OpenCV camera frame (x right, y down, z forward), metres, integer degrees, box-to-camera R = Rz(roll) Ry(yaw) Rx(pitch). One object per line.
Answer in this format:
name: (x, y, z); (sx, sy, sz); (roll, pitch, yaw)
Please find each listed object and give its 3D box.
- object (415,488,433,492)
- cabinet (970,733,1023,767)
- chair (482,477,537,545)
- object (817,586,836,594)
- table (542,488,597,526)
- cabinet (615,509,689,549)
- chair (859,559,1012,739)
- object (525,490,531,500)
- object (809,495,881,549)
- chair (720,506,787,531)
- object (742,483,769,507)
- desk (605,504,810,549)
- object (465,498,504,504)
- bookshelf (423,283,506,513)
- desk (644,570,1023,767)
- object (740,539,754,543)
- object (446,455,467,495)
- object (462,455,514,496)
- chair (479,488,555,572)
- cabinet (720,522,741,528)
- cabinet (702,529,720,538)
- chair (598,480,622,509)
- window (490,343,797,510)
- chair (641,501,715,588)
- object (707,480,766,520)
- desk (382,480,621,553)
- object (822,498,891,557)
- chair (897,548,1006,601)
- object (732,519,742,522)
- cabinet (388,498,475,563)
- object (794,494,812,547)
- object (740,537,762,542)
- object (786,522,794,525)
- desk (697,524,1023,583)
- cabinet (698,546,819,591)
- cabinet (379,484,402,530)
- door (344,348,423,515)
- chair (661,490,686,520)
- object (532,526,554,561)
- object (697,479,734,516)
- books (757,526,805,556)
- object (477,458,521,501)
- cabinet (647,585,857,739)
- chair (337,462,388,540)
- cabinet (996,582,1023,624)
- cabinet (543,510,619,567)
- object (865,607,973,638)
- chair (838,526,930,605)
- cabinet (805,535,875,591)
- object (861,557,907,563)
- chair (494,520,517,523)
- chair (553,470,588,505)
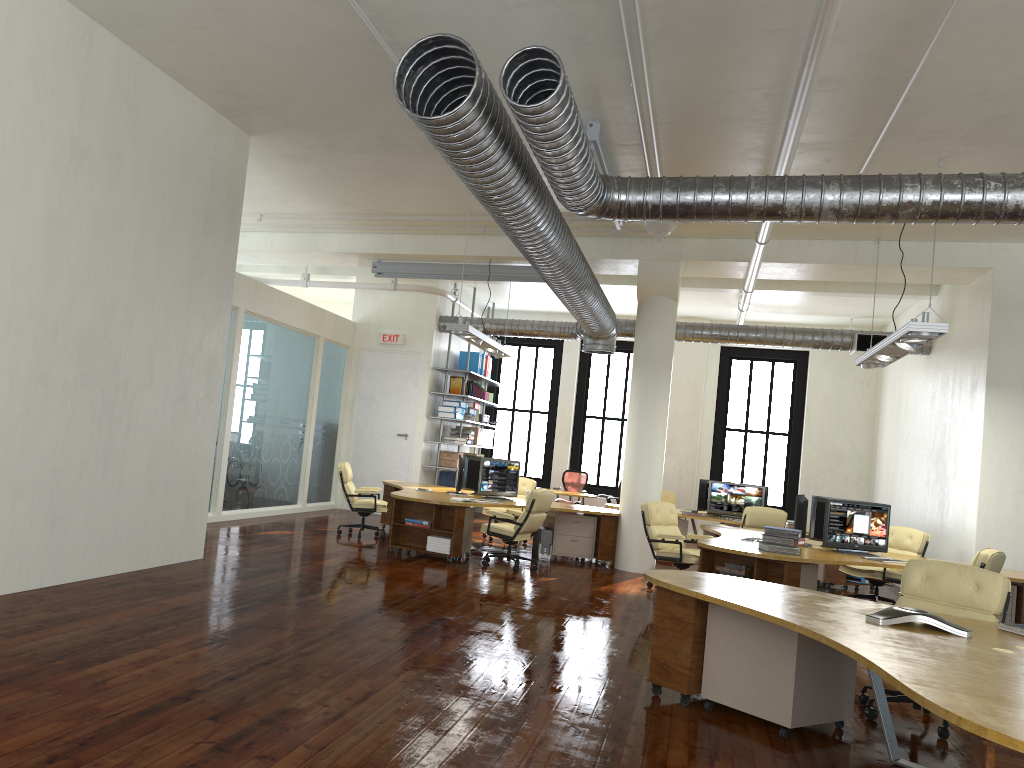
object: (-1.244, 1.496, 12.539); (0.228, 0.016, 0.479); (7, -4, -7)
cabinet: (2.057, 1.557, 3.044); (0.955, 0.708, 0.823); (4, -4, 23)
chair: (-0.067, 1.964, 13.976); (0.779, 1.020, 0.715); (4, -4, 27)
object: (2.970, 2.232, 8.946); (0.163, 0.411, 0.528); (9, -4, -44)
table: (0.814, 2.400, 16.770); (1.631, 0.744, 1.338); (2, -5, 43)
cabinet: (2.174, 2.358, 13.934); (0.875, 0.708, 0.903); (6, -4, -8)
chair: (2.656, 1.657, 5.718); (0.714, 1.020, 0.780); (8, -4, -33)
object: (0.267, 1.635, 13.015); (0.131, 0.131, 0.118); (8, -4, -32)
object: (3.723, 1.562, 9.870); (0.264, 0.552, 0.886); (8, -4, -39)
chair: (3.413, 2.243, 12.700); (0.692, 1.020, 0.810); (6, -3, -14)
object: (3.861, 1.888, 14.164); (0.284, 0.551, 0.828); (6, -4, -12)
desk: (3.703, 2.530, 14.313); (4.194, 0.733, 3.241); (4, -4, 23)
object: (-0.368, 1.514, 11.497); (0.454, 0.016, 0.240); (7, -4, -15)
bookshelf: (-0.828, 0.514, 17.668); (0.695, 4.598, 3.399); (5, -3, 13)
desk: (2.886, 1.718, 4.300); (3.462, 0.733, 3.948); (7, -4, -7)
object: (2.513, 1.677, 9.489); (0.114, 0.015, 0.131); (6, -4, 4)
object: (-0.765, 1.280, 12.583); (0.294, 0.551, 0.801); (6, -4, -2)
object: (-0.336, 1.346, 12.864); (0.879, 0.552, 0.266); (4, -4, 29)
chair: (0.034, 1.754, 10.927); (0.848, 1.020, 0.657); (4, -4, 27)
cabinet: (4.016, 2.648, 15.224); (0.954, 0.708, 0.824); (4, -4, 22)
cabinet: (2.994, 2.236, 11.039); (0.856, 0.708, 0.922); (7, -4, -13)
chair: (-1.617, 1.860, 15.754); (7.649, 1.156, 0.977); (7, -4, -10)
window: (4.797, 0.813, 1.549); (73.590, 14.064, 46.336); (6, -4, 3)
chair: (1.945, 1.914, 10.321); (0.648, 1.020, 0.858); (9, -5, -43)
object: (3.483, 1.820, 13.790); (0.851, 0.552, 0.276); (5, -3, 16)
desk: (-0.736, 1.951, 12.864); (3.551, 0.733, 3.821); (9, -5, -34)
object: (3.629, 1.512, 9.318); (0.772, 0.551, 0.304); (7, -3, -14)
chair: (4.083, 1.997, 8.318); (0.859, 1.020, 0.647); (3, -4, 42)
object: (3.554, 2.056, 13.201); (0.517, 0.016, 0.210); (4, -5, 29)
cabinet: (-0.966, 1.832, 11.299); (0.958, 0.708, 0.819); (4, -4, 25)
object: (3.173, 1.500, 9.822); (0.316, 0.551, 0.742); (4, -4, 25)
object: (2.704, 1.722, 9.840); (0.251, 0.016, 0.433); (4, -5, 31)
object: (4.401, 2.214, 14.133); (0.228, 0.016, 0.479); (7, -4, -7)
desk: (3.318, 2.177, 10.004); (3.769, 0.733, 3.624); (7, -4, -12)
cabinet: (2.471, 2.016, 8.769); (0.804, 0.708, 0.973); (9, -5, -43)
cabinet: (-1.423, 1.962, 13.777); (0.807, 0.708, 0.971); (8, -4, -36)
door: (-2.383, 0.880, 16.370); (1.322, 3.027, 0.090); (4, -3, 21)
chair: (2.601, 2.347, 15.336); (0.704, 1.020, 0.797); (6, -3, -9)
object: (0.423, 2.201, 12.288); (0.179, 0.411, 0.484); (6, -4, -7)
object: (3.302, 1.846, 14.403); (0.741, 0.551, 0.316); (8, -4, -31)
books: (2.593, 1.516, 8.617); (0.452, 0.226, 0.420); (4, -4, 28)
object: (-0.170, 1.321, 12.276); (0.731, 0.551, 0.320); (9, -5, -42)
cabinet: (1.517, 1.679, 5.522); (0.805, 0.708, 0.973); (9, -5, -37)
chair: (-2.115, 1.642, 12.558); (0.794, 1.020, 0.706); (6, -3, 2)
cabinet: (4.867, 2.291, 9.044); (0.947, 0.708, 0.831); (5, -4, 17)
cabinet: (0.951, 2.123, 12.493); (0.883, 0.708, 0.895); (6, -4, -5)
object: (2.191, 1.267, 4.848); (0.544, 0.093, 0.412); (5, -4, 13)
chair: (4.447, 2.208, 10.690); (0.754, 1.020, 0.743); (6, -3, -13)
cabinet: (4.583, 2.529, 12.746); (0.804, 0.708, 0.974); (9, -5, -38)
object: (3.757, 1.766, 8.901); (0.436, 0.016, 0.249); (9, -5, -31)
chair: (0.059, 2.144, 17.197); (0.817, 1.157, 0.673); (4, -3, 21)
chair: (1.178, 2.292, 17.597); (0.787, 1.157, 0.698); (4, -4, 26)
